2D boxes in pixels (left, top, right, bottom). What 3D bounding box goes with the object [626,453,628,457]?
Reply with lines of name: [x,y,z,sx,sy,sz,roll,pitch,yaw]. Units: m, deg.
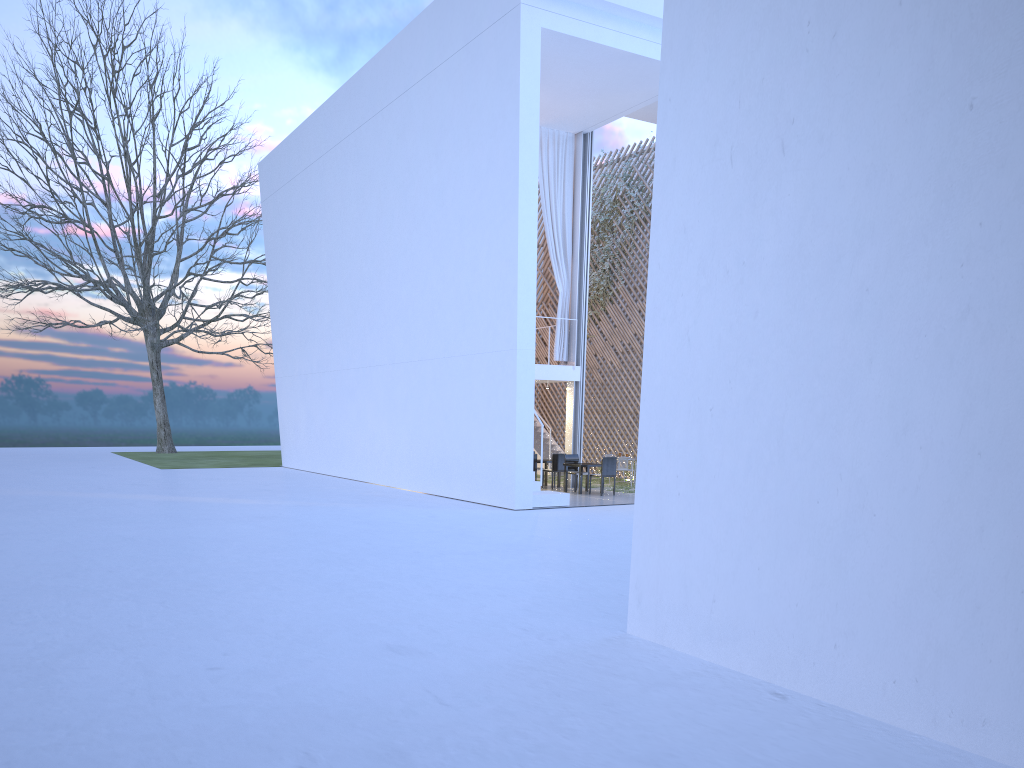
object: [1.493,0.933,10.698,0.031,0.082,0.028,4,16,14]

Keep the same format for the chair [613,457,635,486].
chair: [1.434,1.115,10.523,0.261,0.409,0.228,4,13,14]

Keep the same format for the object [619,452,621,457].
object: [1.429,0.940,10.873,0.031,0.082,0.028,4,16,14]

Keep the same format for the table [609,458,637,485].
table: [1.457,1.150,10.846,0.345,0.359,0.327,4,9,21]

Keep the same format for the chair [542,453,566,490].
chair: [0.504,1.057,9.975,0.187,0.471,0.223,-8,16,-30]

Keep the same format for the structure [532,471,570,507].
structure: [-0.016,-0.462,9.206,1.687,3.562,3.472,-8,11,-32]

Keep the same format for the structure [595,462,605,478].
structure: [1.354,1.253,12.057,0.264,0.280,0.247,-3,10,-23]

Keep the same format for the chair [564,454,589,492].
chair: [0.757,1.046,9.628,0.187,0.471,0.223,-8,16,-30]

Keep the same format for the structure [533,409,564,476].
structure: [-0.051,0.389,12.663,1.145,2.110,1.873,-10,13,-37]

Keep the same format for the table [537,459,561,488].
table: [0.138,1.106,10.085,0.903,0.354,0.333,0,7,-30]

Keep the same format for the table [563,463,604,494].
table: [0.832,1.090,9.502,0.353,0.356,0.333,-4,10,-30]

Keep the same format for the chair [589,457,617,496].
chair: [1.015,1.032,9.221,0.187,0.471,0.223,-8,16,-30]

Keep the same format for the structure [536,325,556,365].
structure: [0.313,-0.413,10.474,0.027,0.594,1.628,-11,6,-32]

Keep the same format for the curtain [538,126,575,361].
curtain: [0.465,-1.514,9.253,0.500,2.603,0.090,-9,20,-30]

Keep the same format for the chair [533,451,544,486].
chair: [0.264,1.070,10.355,0.187,0.471,0.223,-8,16,-30]

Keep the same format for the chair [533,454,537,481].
chair: [0.152,1.046,9.777,0.187,0.471,0.223,-8,16,-30]

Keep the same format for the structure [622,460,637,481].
structure: [1.703,1.201,11.530,0.305,0.348,0.284,9,13,43]

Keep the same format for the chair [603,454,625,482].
chair: [1.356,1.138,11.127,0.257,0.409,0.232,-6,14,-30]

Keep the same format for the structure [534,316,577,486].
structure: [0.514,0.141,8.892,1.338,1.925,1.360,-6,13,-30]

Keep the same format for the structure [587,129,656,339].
structure: [1.469,-1.779,11.210,0.710,2.931,2.254,-14,17,-40]
